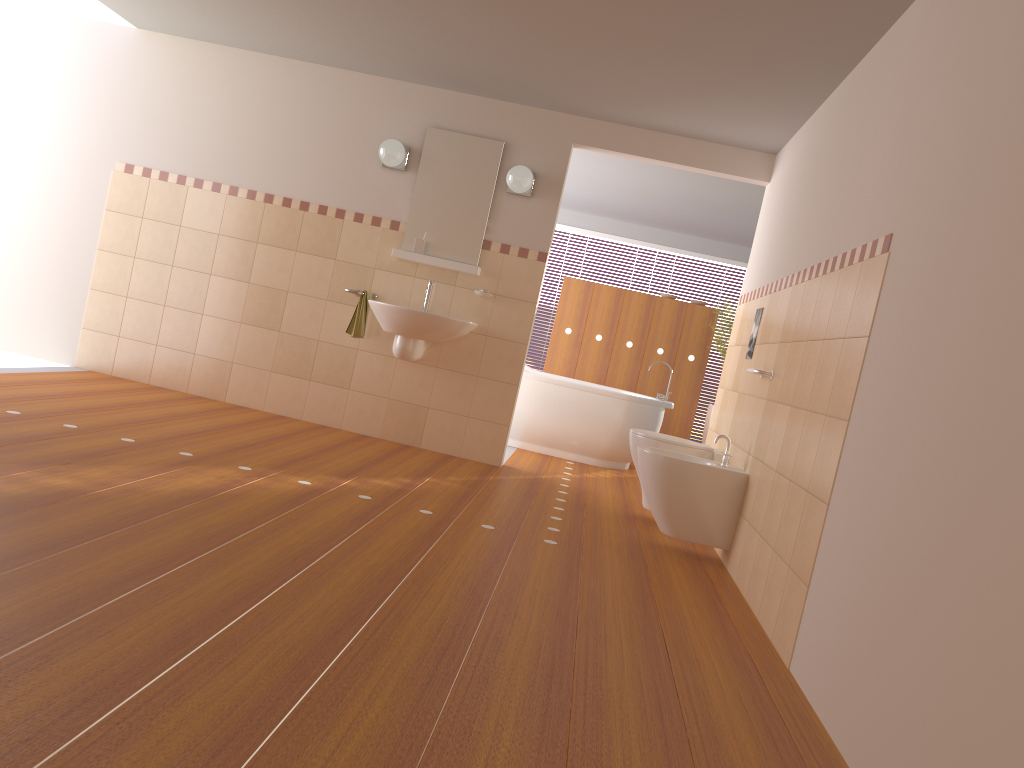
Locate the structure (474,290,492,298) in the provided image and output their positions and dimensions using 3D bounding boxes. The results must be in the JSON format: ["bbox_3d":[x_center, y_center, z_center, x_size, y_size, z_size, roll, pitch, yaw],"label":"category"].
[{"bbox_3d":[-0.186,-0.566,5.610,0.117,0.029,0.092,13,3,5],"label":"structure"}]

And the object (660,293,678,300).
[{"bbox_3d":[1.414,-0.783,8.007,0.173,0.046,0.173,13,3,5],"label":"object"}]

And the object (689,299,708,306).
[{"bbox_3d":[1.678,-0.723,7.983,0.173,0.046,0.173,13,3,5],"label":"object"}]

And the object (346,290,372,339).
[{"bbox_3d":[-0.933,-0.432,5.560,0.085,0.306,0.181,14,3,21],"label":"object"}]

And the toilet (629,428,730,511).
[{"bbox_3d":[0.868,0.499,4.880,0.534,0.400,0.375,13,3,5],"label":"toilet"}]

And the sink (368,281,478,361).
[{"bbox_3d":[-0.578,-0.391,5.431,0.683,0.516,0.539,13,3,5],"label":"sink"}]

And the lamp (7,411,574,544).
[{"bbox_3d":[-1.214,0.294,5.381,3.173,0.001,2.893,13,3,5],"label":"lamp"}]

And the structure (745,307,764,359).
[{"bbox_3d":[1.299,-0.270,4.755,0.005,0.279,0.170,13,3,5],"label":"structure"}]

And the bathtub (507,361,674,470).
[{"bbox_3d":[0.359,0.087,7.180,1.874,0.900,0.888,13,3,5],"label":"bathtub"}]

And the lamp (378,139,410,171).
[{"bbox_3d":[-0.752,-1.450,5.579,0.173,0.173,0.209,13,3,5],"label":"lamp"}]

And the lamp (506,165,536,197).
[{"bbox_3d":[0.050,-1.268,5.508,0.173,0.173,0.209,13,3,5],"label":"lamp"}]

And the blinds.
[{"bbox_3d":[0.859,-0.520,9.453,4.712,2.022,0.032,13,3,5],"label":"blinds"}]

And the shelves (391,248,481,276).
[{"bbox_3d":[-0.477,-0.770,5.609,0.554,0.050,0.138,13,3,5],"label":"shelves"}]

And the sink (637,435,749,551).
[{"bbox_3d":[0.826,0.466,4.217,0.515,0.517,0.335,13,3,5],"label":"sink"}]

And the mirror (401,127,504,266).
[{"bbox_3d":[-0.378,-1.193,5.639,0.502,0.799,0.008,13,3,5],"label":"mirror"}]

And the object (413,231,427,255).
[{"bbox_3d":[-0.577,-0.894,5.608,0.063,0.149,0.073,13,3,5],"label":"object"}]

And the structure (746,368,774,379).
[{"bbox_3d":[1.159,-0.055,4.169,0.091,0.042,0.295,13,3,5],"label":"structure"}]

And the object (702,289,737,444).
[{"bbox_3d":[1.963,0.090,7.478,0.683,1.557,1.335,15,4,37],"label":"object"}]

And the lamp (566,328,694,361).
[{"bbox_3d":[1.050,-0.353,7.921,1.169,0.052,0.001,13,3,5],"label":"lamp"}]

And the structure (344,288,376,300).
[{"bbox_3d":[-0.961,-0.570,5.563,0.142,0.042,0.333,13,3,5],"label":"structure"}]

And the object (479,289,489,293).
[{"bbox_3d":[-0.180,-0.587,5.610,0.050,0.023,0.075,11,3,-30],"label":"object"}]
